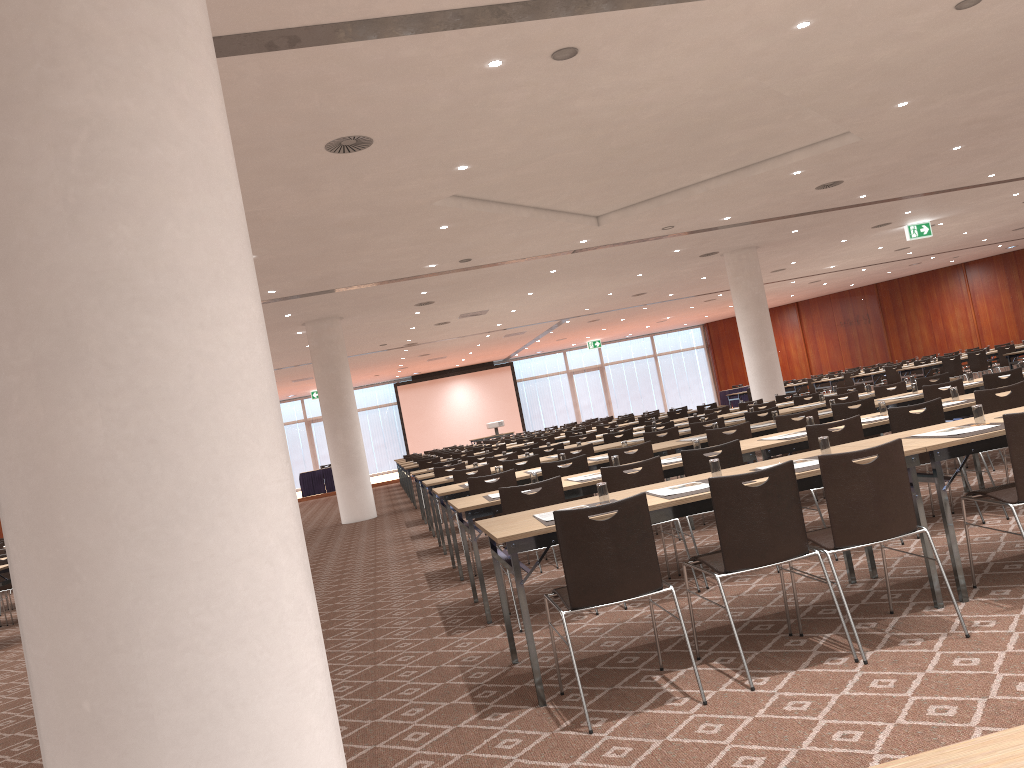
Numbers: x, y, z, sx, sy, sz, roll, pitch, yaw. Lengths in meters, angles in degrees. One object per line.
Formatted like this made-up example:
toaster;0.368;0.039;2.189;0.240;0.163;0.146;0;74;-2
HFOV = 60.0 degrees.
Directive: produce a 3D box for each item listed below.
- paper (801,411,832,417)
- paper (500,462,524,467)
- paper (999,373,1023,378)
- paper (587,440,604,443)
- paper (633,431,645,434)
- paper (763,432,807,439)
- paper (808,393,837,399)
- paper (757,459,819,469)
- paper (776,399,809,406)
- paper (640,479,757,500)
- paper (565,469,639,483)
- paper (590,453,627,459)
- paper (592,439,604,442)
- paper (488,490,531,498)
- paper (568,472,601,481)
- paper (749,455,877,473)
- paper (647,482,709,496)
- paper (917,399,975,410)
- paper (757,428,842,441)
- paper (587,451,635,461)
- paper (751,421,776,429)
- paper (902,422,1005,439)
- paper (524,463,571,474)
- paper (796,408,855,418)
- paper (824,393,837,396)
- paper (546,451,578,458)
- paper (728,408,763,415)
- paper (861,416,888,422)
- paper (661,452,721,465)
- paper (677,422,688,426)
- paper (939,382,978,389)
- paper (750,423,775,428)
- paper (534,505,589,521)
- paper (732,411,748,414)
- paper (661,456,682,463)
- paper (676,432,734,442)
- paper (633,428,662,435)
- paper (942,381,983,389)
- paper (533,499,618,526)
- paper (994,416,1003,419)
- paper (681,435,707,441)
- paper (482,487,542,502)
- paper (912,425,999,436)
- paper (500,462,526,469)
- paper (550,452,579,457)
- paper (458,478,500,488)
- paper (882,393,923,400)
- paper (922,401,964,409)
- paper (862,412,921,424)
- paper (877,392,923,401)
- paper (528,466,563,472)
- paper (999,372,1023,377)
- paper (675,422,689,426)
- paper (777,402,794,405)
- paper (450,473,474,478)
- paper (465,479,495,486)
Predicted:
paper;3.134;0.311;9.156;0.283;0.006;0.398;-10;-2;-10
paper;0.012;0.974;10.683;0.283;0.006;0.398;-10;-2;-10
paper;5.432;-0.113;9.496;0.460;0.003;0.566;-11;-2;-6
paper;1.358;0.808;12.849;0.460;0.003;0.566;-10;-2;-12
paper;1.909;0.705;13.028;0.283;0.006;0.398;-11;-2;-5
paper;2.173;0.409;7.004;0.283;0.006;0.398;-11;-2;-8
paper;4.792;0.170;13.403;0.460;0.003;0.566;-11;-2;-9
paper;1.546;0.442;4.876;0.283;0.006;0.398;-11;-2;-7
paper;4.193;0.283;13.347;0.460;0.003;0.566;-10;-2;-10
paper;0.975;0.550;4.713;0.460;0.003;0.566;-11;-2;-7
paper;0.675;0.688;6.688;0.460;0.003;0.566;-10;-2;-11
paper;0.946;0.718;8.812;0.283;0.006;0.398;-10;-2;-12
paper;1.286;0.820;12.921;0.283;0.006;0.398;-10;-2;-11
paper;-0.023;0.816;6.650;0.283;0.006;0.398;-11;-2;-8
paper;0.595;0.702;6.750;0.283;0.006;0.398;-11;-2;-9
paper;1.623;0.429;4.809;0.460;0.003;0.566;-10;-2;-11
paper;0.905;0.561;4.766;0.283;0.006;0.398;-11;-2;-6
paper;3.500;0.163;7.153;0.460;0.003;0.566;-10;-2;-10
paper;2.247;0.395;6.931;0.460;0.003;0.566;-11;-2;-9
paper;0.985;0.712;8.759;0.460;0.003;0.566;-11;-2;-8
paper;2.561;0.421;9.033;0.460;0.003;0.566;-11;-2;-7
paper;2.541;0.258;4.944;0.460;0.003;0.566;-11;-2;-9
paper;0.366;0.828;8.683;0.460;0.003;0.566;-11;-2;-6
paper;3.223;0.297;9.135;0.460;0.003;0.566;-11;-2;-7
paper;4.769;0.174;13.492;0.283;0.006;0.398;-11;-2;-8
paper;0.680;0.851;10.728;0.460;0.003;0.566;-11;-2;-9
paper;3.550;0.401;13.212;0.460;0.003;0.566;-10;-2;-10
paper;2.840;0.284;7.106;0.283;0.006;0.398;-11;-2;-8
paper;1.322;0.568;6.810;0.460;0.003;0.566;-11;-2;-6
paper;2.587;0.580;13.071;0.460;0.003;0.566;-10;-2;-10
paper;4.727;0.016;9.423;0.283;0.006;0.398;-10;-2;-12
paper;2.505;0.429;9.069;0.283;0.006;0.398;-10;-2;-10
paper;0.283;0.677;4.666;0.283;0.006;0.398;-11;-2;-9
paper;3.478;0.413;13.256;0.283;0.006;0.398;-11;-2;-8
paper;1.243;0.580;6.830;0.283;0.006;0.398;-11;-2;-8
paper;1.949;0.533;8.913;0.460;0.003;0.566;-11;-2;-8
paper;1.974;0.693;12.949;0.460;0.003;0.566;-11;-2;-8
paper;4.786;0.007;9.380;0.460;0.003;0.566;-11;-2;-8
paper;0.364;0.662;4.592;0.460;0.003;0.566;-11;-2;-6
paper;3.156;0.145;5.076;0.460;0.003;0.566;-10;-2;-10
paper;1.894;0.543;8.984;0.283;0.006;0.398;-10;-2;-10
paper;0.029;0.808;6.590;0.460;0.003;0.566;-11;-2;-7
paper;2.502;0.264;5.018;0.283;0.006;0.398;-10;-2;-11
paper;0.069;0.965;10.633;0.460;0.003;0.566;-11;-2;-9
paper;0.634;0.858;10.767;0.283;0.006;0.398;-11;-2;-8
paper;-0.263;0.943;8.530;0.460;0.003;0.566;-10;-2;-10
paper;4.076;0.137;9.332;0.283;0.006;0.398;-11;-2;-8
paper;3.447;0.172;7.210;0.283;0.006;0.398;-11;-2;-9
paper;2.880;0.278;7.041;0.460;0.003;0.566;-10;-2;-10
paper;4.151;0.125;9.276;0.460;0.003;0.566;-10;-2;-10
paper;0.319;0.835;8.712;0.283;0.006;0.398;-10;-2;-10
paper;5.360;-0.101;9.539;0.283;0.006;0.398;-10;-2;-12
paper;2.525;0.590;13.113;0.283;0.006;0.398;-10;-2;-10
paper;4.108;0.296;13.379;0.283;0.006;0.398;-11;-2;-9
paper;-0.601;1.088;10.587;0.283;0.006;0.398;-11;-2;-9
paper;-0.310;0.951;8.604;0.283;0.006;0.398;-11;-2;-7
